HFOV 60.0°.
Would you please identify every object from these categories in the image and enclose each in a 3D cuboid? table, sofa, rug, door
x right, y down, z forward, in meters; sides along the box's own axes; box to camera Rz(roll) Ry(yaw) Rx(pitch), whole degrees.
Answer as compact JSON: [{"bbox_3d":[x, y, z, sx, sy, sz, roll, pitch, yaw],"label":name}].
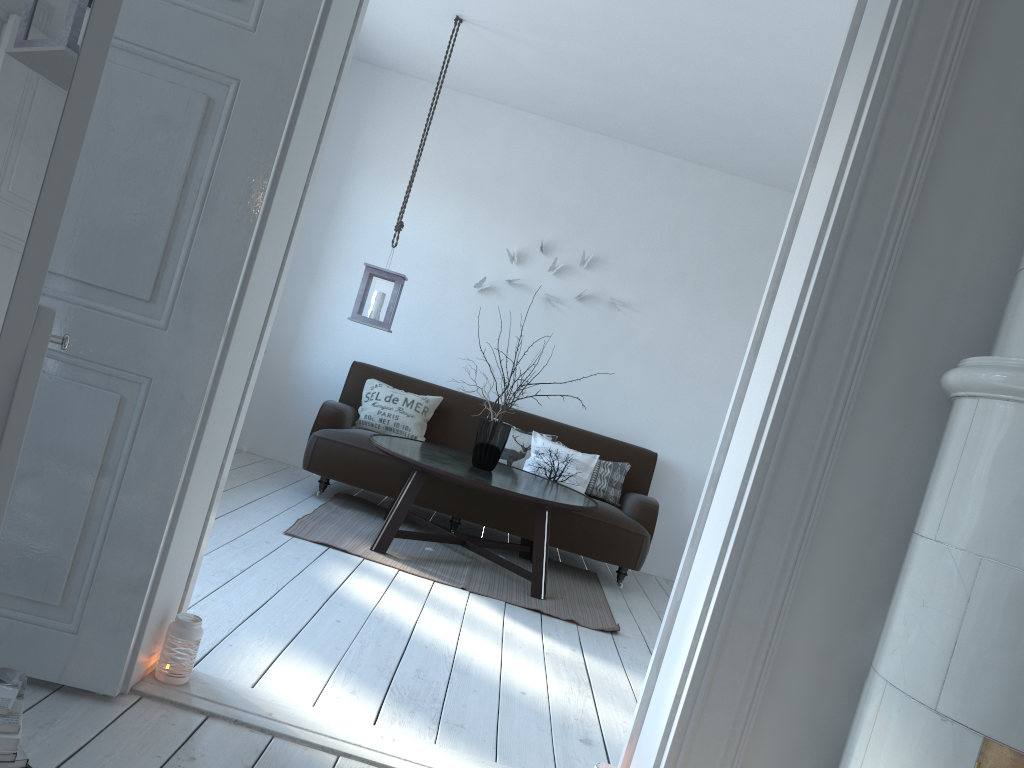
[{"bbox_3d":[-0.222,0.706,4.861,1.301,0.503,1.298,17,0,-10],"label":"table"},{"bbox_3d":[-0.161,0.542,5.646,2.165,0.825,0.968,17,1,0],"label":"sofa"},{"bbox_3d":[-0.287,0.921,4.892,1.710,0.055,1.456,17,0,1],"label":"rug"},{"bbox_3d":[0.033,-0.252,2.252,2.598,2.506,0.577,17,1,0],"label":"door"}]

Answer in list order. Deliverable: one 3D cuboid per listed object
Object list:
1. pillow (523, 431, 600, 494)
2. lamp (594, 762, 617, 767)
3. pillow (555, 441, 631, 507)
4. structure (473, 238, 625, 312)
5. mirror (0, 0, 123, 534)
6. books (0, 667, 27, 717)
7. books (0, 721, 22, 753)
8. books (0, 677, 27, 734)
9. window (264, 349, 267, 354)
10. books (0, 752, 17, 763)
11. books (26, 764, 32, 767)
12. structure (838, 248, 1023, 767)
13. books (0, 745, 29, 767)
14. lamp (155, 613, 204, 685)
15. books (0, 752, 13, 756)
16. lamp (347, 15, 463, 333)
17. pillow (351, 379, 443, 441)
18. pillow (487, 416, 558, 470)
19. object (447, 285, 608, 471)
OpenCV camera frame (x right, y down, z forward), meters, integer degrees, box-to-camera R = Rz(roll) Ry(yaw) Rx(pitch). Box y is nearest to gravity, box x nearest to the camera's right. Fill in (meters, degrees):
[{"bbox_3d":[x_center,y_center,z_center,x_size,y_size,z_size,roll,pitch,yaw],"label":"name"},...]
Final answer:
[{"bbox_3d":[0.300,0.510,5.636,0.471,0.309,0.188,17,1,1],"label":"pillow"},{"bbox_3d":[0.238,1.049,2.289,0.093,0.110,0.094,17,1,17],"label":"lamp"},{"bbox_3d":[0.489,0.580,5.748,0.542,0.288,0.183,17,1,1],"label":"pillow"},{"bbox_3d":[0.289,-0.726,6.082,1.025,0.478,0.085,17,1,0],"label":"structure"},{"bbox_3d":[-1.024,-0.047,1.337,0.612,1.489,0.416,16,1,-35],"label":"mirror"},{"bbox_3d":[-0.919,0.528,1.540,0.111,0.014,0.156,17,0,-20],"label":"books"},{"bbox_3d":[-0.915,0.568,1.525,0.128,0.026,0.199,17,0,-28],"label":"books"},{"bbox_3d":[-0.915,0.546,1.528,0.133,0.017,0.186,17,0,-27],"label":"books"},{"bbox_3d":[-13.980,-6.811,25.791,27.754,15.025,51.274,17,0,0],"label":"window"},{"bbox_3d":[-0.934,0.602,1.534,0.128,0.016,0.176,17,0,-33],"label":"books"},{"bbox_3d":[-0.940,0.639,1.528,0.193,0.022,0.128,17,0,33],"label":"books"},{"bbox_3d":[1.184,0.017,1.708,1.251,2.828,0.798,16,1,-45],"label":"structure"},{"bbox_3d":[-0.935,0.620,1.536,0.178,0.016,0.128,17,0,43],"label":"books"},{"bbox_3d":[-0.859,0.685,2.298,0.089,0.166,0.089,17,1,-1],"label":"lamp"},{"bbox_3d":[-0.929,0.586,1.531,0.128,0.016,0.180,17,0,-29],"label":"books"},{"bbox_3d":[-0.524,-1.160,4.857,0.228,1.762,0.228,17,1,-3],"label":"lamp"},{"bbox_3d":[-0.750,0.187,5.751,0.519,0.367,0.239,17,1,0],"label":"pillow"},{"bbox_3d":[0.018,0.434,5.712,0.473,0.347,0.158,17,1,-2],"label":"pillow"},{"bbox_3d":[0.108,-0.009,4.782,0.847,1.066,0.524,16,1,-29],"label":"object"}]
